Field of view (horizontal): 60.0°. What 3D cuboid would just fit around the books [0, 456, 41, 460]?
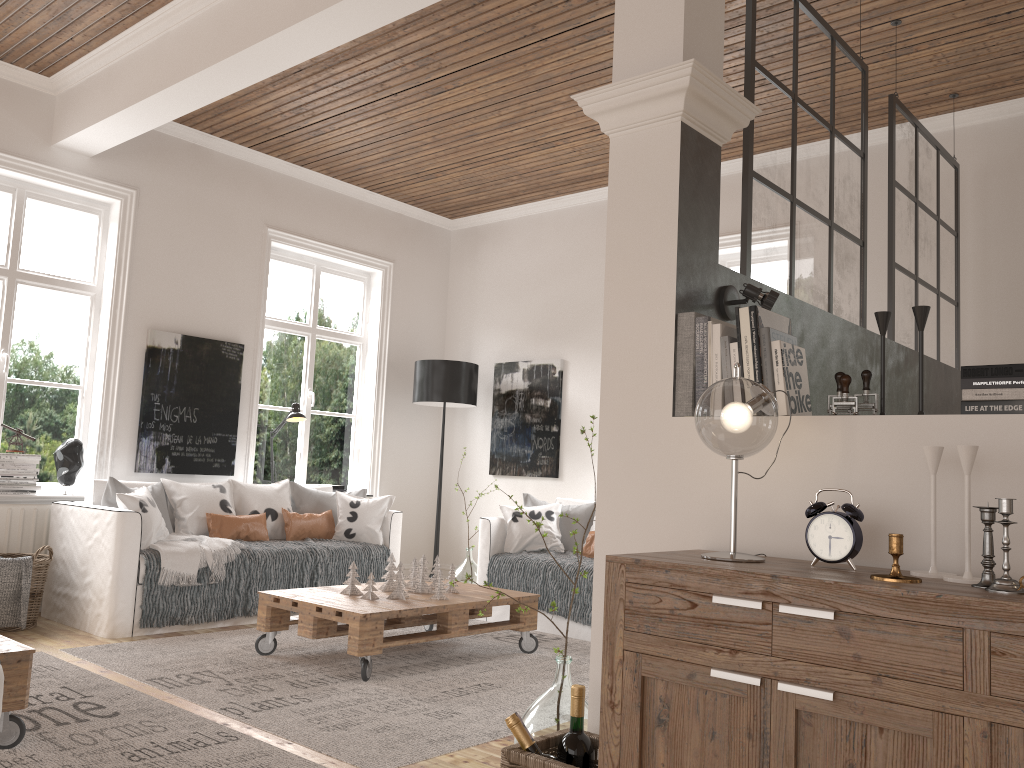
[{"bbox_3d":[-2.882,0.421,5.073,0.182,0.016,0.288,-2,-8,41],"label":"books"}]

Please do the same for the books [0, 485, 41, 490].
[{"bbox_3d":[-2.893,0.587,5.056,0.176,0.025,0.331,-2,-8,41],"label":"books"}]

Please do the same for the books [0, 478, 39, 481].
[{"bbox_3d":[-2.871,0.542,5.069,0.161,0.013,0.256,-2,-8,41],"label":"books"}]

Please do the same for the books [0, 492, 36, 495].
[{"bbox_3d":[-2.882,0.620,5.058,0.161,0.012,0.254,-2,-8,41],"label":"books"}]

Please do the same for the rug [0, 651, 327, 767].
[{"bbox_3d":[-2.118,1.058,2.409,2.254,0.003,2.474,-2,-8,41],"label":"rug"}]

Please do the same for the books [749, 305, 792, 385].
[{"bbox_3d":[0.665,-0.047,2.245,0.048,0.274,0.210,-2,-8,41],"label":"books"}]

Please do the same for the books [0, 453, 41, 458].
[{"bbox_3d":[-2.877,0.404,5.063,0.182,0.016,0.288,-2,-8,41],"label":"books"}]

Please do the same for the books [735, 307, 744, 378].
[{"bbox_3d":[0.630,-0.047,2.269,0.038,0.274,0.200,-2,-8,41],"label":"books"}]

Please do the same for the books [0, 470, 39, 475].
[{"bbox_3d":[-2.880,0.503,5.077,0.167,0.017,0.263,-2,-8,41],"label":"books"}]

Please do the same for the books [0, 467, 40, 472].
[{"bbox_3d":[-2.896,0.486,5.081,0.182,0.016,0.288,-2,-8,41],"label":"books"}]

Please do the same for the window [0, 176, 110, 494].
[{"bbox_3d":[-2.959,-0.280,5.187,0.120,1.872,1.055,-2,-8,41],"label":"window"}]

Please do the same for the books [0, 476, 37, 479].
[{"bbox_3d":[-2.891,0.528,5.059,0.159,0.012,0.285,-2,-8,41],"label":"books"}]

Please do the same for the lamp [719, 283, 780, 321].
[{"bbox_3d":[0.677,-0.234,2.492,0.156,0.101,0.101,-2,-8,41],"label":"lamp"}]

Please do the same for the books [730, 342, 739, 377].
[{"bbox_3d":[0.597,-0.006,2.246,0.042,0.185,0.125,-2,-8,41],"label":"books"}]

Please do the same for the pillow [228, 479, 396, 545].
[{"bbox_3d":[-1.328,0.857,5.829,1.081,0.450,0.403,6,-7,-25],"label":"pillow"}]

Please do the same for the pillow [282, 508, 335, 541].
[{"bbox_3d":[-1.311,0.923,5.760,0.117,0.235,0.414,-2,-8,40],"label":"pillow"}]

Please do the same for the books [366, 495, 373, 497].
[{"bbox_3d":[-1.247,0.867,6.923,0.202,0.012,0.251,-3,-8,42],"label":"books"}]

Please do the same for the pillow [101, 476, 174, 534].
[{"bbox_3d":[-2.147,0.745,5.056,0.282,0.431,0.541,1,-6,15],"label":"pillow"}]

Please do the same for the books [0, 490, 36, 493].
[{"bbox_3d":[-2.888,0.606,5.045,0.159,0.012,0.285,-2,-8,41],"label":"books"}]

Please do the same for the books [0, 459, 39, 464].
[{"bbox_3d":[-2.883,0.440,5.073,0.174,0.021,0.273,-2,-8,41],"label":"books"}]

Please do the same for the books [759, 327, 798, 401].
[{"bbox_3d":[0.674,-0.022,2.215,0.047,0.219,0.171,-2,-8,41],"label":"books"}]

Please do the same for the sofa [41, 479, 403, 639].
[{"bbox_3d":[-1.683,1.009,5.473,0.866,0.776,1.960,-2,-8,41],"label":"sofa"}]

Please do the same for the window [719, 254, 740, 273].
[{"bbox_3d":[1.425,0.029,6.101,1.055,1.872,0.120,-2,-8,41],"label":"window"}]

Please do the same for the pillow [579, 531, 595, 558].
[{"bbox_3d":[0.600,0.989,5.358,0.420,0.179,0.127,-3,-8,43],"label":"pillow"}]

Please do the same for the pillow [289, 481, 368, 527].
[{"bbox_3d":[-1.264,0.891,6.016,0.546,0.437,0.292,4,-6,-15],"label":"pillow"}]

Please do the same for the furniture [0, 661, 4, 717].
[{"bbox_3d":[-1.491,0.837,2.062,0.518,0.430,0.518,-3,-8,44],"label":"furniture"}]

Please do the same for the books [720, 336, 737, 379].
[{"bbox_3d":[0.582,-0.013,2.266,0.044,0.203,0.141,-2,-8,41],"label":"books"}]

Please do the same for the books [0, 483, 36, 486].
[{"bbox_3d":[-2.884,0.570,5.067,0.161,0.013,0.254,-2,-8,41],"label":"books"}]

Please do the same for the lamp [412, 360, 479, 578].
[{"bbox_3d":[-0.551,0.715,6.840,0.499,1.754,0.499,-2,-8,38],"label":"lamp"}]

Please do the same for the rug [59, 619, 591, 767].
[{"bbox_3d":[-0.452,1.338,4.319,2.254,0.003,2.474,-2,-8,41],"label":"rug"}]

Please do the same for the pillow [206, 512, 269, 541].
[{"bbox_3d":[-1.662,0.893,5.394,0.116,0.220,0.414,-3,-8,42],"label":"pillow"}]

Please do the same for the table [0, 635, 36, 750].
[{"bbox_3d":[-2.163,0.920,2.544,0.821,0.300,1.189,-2,-8,41],"label":"table"}]

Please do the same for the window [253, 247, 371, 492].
[{"bbox_3d":[-1.543,-0.042,6.810,0.120,1.872,1.055,-2,-8,41],"label":"window"}]

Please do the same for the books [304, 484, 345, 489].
[{"bbox_3d":[-1.423,0.778,6.716,0.190,0.028,0.239,-3,-8,43],"label":"books"}]

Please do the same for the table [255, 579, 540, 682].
[{"bbox_3d":[-0.546,1.193,4.416,0.821,0.300,1.189,-2,-8,41],"label":"table"}]

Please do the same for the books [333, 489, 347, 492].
[{"bbox_3d":[-1.421,0.804,6.722,0.212,0.023,0.258,-2,-8,41],"label":"books"}]

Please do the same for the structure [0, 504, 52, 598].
[{"bbox_3d":[-2.865,1.074,4.905,0.095,0.829,1.223,-2,-8,41],"label":"structure"}]

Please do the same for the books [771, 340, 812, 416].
[{"bbox_3d":[0.693,-0.006,2.195,0.045,0.185,0.152,-2,-8,41],"label":"books"}]

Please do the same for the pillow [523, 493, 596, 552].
[{"bbox_3d":[0.316,0.943,5.807,0.541,0.431,0.282,1,-6,15],"label":"pillow"}]

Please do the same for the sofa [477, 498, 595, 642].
[{"bbox_3d":[0.777,1.112,5.317,1.960,0.776,0.866,-2,-8,41],"label":"sofa"}]

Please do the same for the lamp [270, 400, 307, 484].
[{"bbox_3d":[-1.626,0.468,6.338,0.439,0.703,0.196,-2,-8,41],"label":"lamp"}]

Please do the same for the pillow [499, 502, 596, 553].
[{"bbox_3d":[0.406,0.928,5.619,1.020,0.414,0.417,0,-6,23],"label":"pillow"}]

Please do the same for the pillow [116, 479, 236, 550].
[{"bbox_3d":[-1.959,0.763,5.144,0.417,0.414,1.020,0,-6,23],"label":"pillow"}]

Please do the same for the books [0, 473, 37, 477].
[{"bbox_3d":[-2.879,0.517,5.065,0.161,0.012,0.254,-2,-8,41],"label":"books"}]

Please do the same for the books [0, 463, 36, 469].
[{"bbox_3d":[-2.909,0.461,5.066,0.180,0.028,0.296,-2,-8,41],"label":"books"}]

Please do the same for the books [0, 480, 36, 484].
[{"bbox_3d":[-2.906,0.555,5.066,0.182,0.016,0.288,-2,-8,41],"label":"books"}]

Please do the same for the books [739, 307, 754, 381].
[{"bbox_3d":[0.646,-0.046,2.259,0.054,0.272,0.200,-2,-8,41],"label":"books"}]
